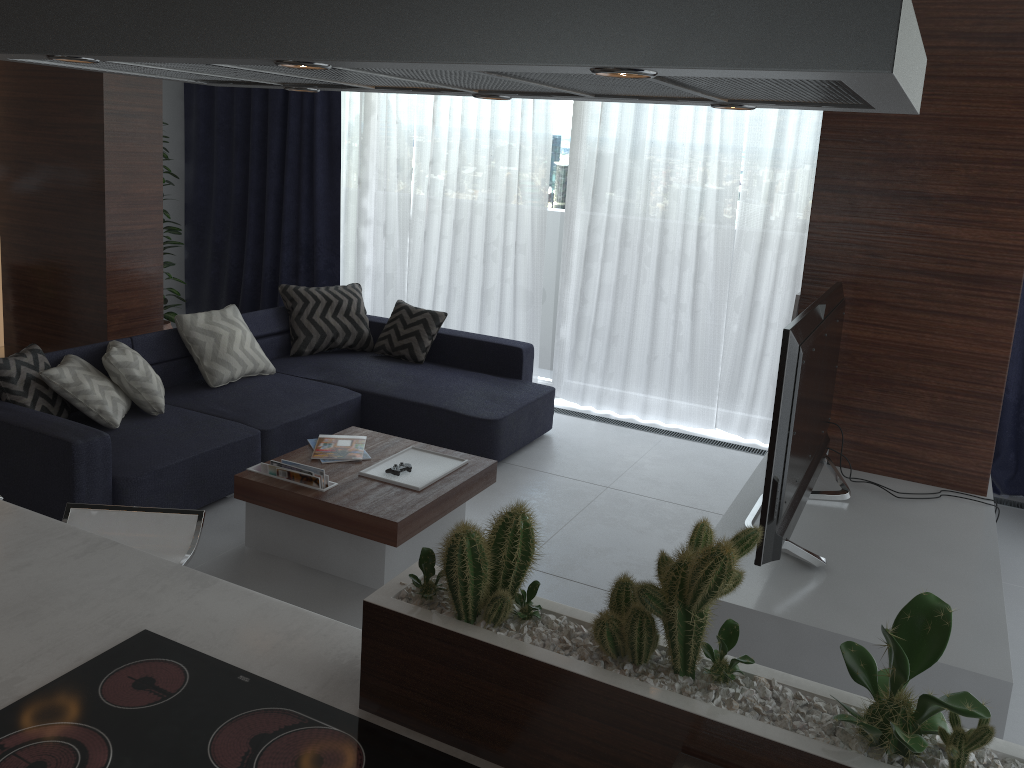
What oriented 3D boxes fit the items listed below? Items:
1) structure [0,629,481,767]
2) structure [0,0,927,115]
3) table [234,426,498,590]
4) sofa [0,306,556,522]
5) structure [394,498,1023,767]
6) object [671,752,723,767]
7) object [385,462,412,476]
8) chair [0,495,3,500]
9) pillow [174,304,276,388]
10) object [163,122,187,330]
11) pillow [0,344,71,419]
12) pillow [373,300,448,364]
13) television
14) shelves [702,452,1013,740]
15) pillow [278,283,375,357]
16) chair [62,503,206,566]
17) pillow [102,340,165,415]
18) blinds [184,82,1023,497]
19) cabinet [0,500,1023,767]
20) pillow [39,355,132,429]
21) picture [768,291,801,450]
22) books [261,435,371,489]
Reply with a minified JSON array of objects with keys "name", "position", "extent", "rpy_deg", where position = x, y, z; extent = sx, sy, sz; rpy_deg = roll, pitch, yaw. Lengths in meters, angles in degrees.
[{"name":"structure","position":[-0.489,0.610,1.340],"extent":[0.768,0.056,0.511],"rpy_deg":[11,17,25]},{"name":"structure","position":[-0.087,-0.708,0.944],"extent":[1.050,0.747,0.451],"rpy_deg":[10,13,25]},{"name":"table","position":[-0.614,0.517,3.825],"extent":[0.810,0.346,0.811],"rpy_deg":[11,16,25]},{"name":"sofa","position":[-1.118,0.106,4.746],"extent":[1.910,0.598,2.910],"rpy_deg":[11,16,25]},{"name":"structure","position":[0.258,0.321,1.339],"extent":[1.007,0.281,0.225],"rpy_deg":[12,14,28]},{"name":"object","position":[0.339,0.645,1.105],"extent":[0.346,0.142,0.224],"rpy_deg":[11,15,25]},{"name":"object","position":[-0.477,0.356,3.751],"extent":[0.071,0.036,0.113],"rpy_deg":[15,18,37]},{"name":"chair","position":[-1.695,0.641,2.423],"extent":[0.400,0.697,0.467],"rpy_deg":[14,16,42]},{"name":"pillow","position":[-1.649,-0.222,5.083],"extent":[0.344,0.381,0.501],"rpy_deg":[10,15,25]},{"name":"object","position":[-2.669,-1.121,6.587],"extent":[0.503,1.815,0.491],"rpy_deg":[3,11,-6]},{"name":"pillow","position":[-2.190,0.027,4.034],"extent":[0.221,0.379,0.423],"rpy_deg":[3,13,-4]},{"name":"pillow","position":[-0.674,-0.344,5.810],"extent":[0.418,0.339,0.289],"rpy_deg":[12,15,30]},{"name":"television","position":[1.023,0.104,3.040],"extent":[0.299,0.772,1.246],"rpy_deg":[9,15,25]},{"name":"shelves","position":[1.370,0.666,3.473],"extent":[0.878,0.490,2.380],"rpy_deg":[10,16,25]},{"name":"pillow","position":[-1.235,-0.397,5.909],"extent":[0.599,0.510,0.360],"rpy_deg":[-5,15,-33]},{"name":"chair","position":[-1.027,0.734,2.243],"extent":[0.396,0.697,0.472],"rpy_deg":[4,12,-2]},{"name":"pillow","position":[-1.901,-0.039,4.457],"extent":[0.280,0.345,0.425],"rpy_deg":[-1,14,-21]},{"name":"blinds","position":[-0.894,-0.677,3.624],"extent":[7.184,2.726,5.866],"rpy_deg":[12,16,28]},{"name":"cabinet","position":[-0.863,-0.003,1.543],"extent":[3.354,2.510,0.795],"rpy_deg":[10,12,25]},{"name":"pillow","position":[-2.004,0.032,4.196],"extent":[0.330,0.289,0.424],"rpy_deg":[1,14,-12]},{"name":"picture","position":[1.265,-0.089,3.977],"extent":[0.053,0.689,0.506],"rpy_deg":[9,13,25]},{"name":"books","position":[-1.197,1.382,0.142],"extent":[0.405,0.366,8.386],"rpy_deg":[5,15,4]}]
